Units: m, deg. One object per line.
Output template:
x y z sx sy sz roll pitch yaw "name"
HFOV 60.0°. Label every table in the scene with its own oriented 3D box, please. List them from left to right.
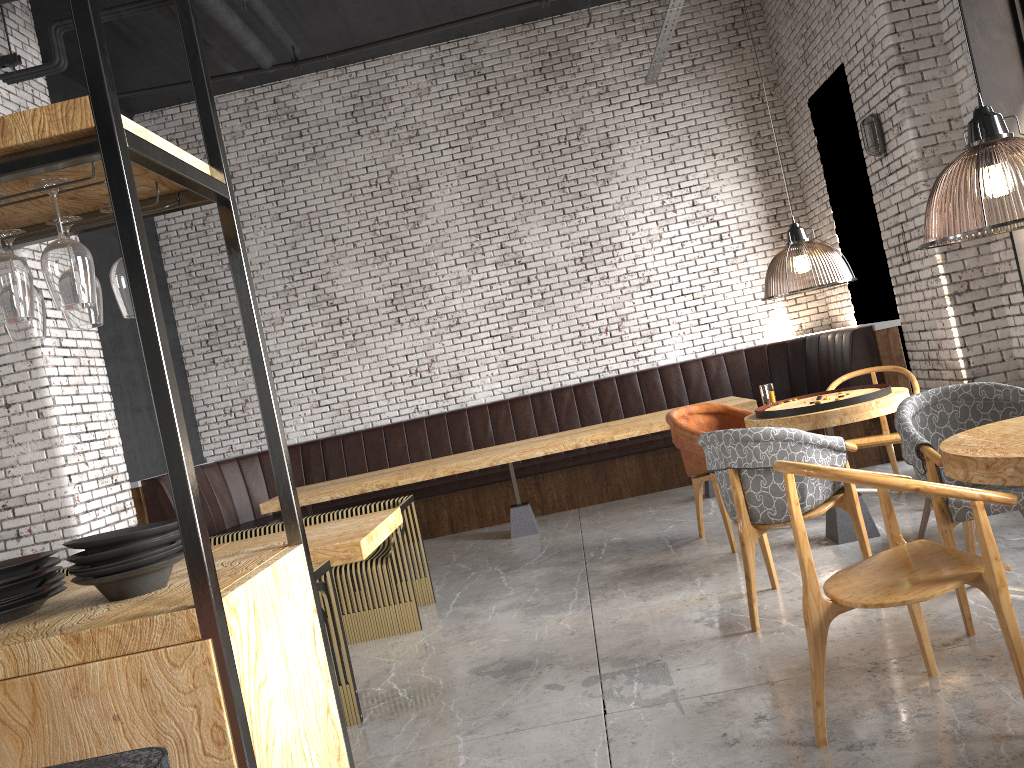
-2.049 1.393 4.603 0.996 0.763 1.000 -12 0 3 "table"
-1.070 1.184 4.551 0.996 0.763 1.000 -12 0 3 "table"
0.041 0.925 7.698 4.134 0.763 1.000 -12 0 3 "table"
1.914 0.433 5.249 0.934 0.973 0.930 -12 0 -44 "table"
1.955 0.524 2.825 0.934 0.810 0.930 -12 0 -39 "table"

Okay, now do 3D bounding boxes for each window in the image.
3.058 -1.333 4.481 0.365 2.697 1.535 -12 0 3 "window"

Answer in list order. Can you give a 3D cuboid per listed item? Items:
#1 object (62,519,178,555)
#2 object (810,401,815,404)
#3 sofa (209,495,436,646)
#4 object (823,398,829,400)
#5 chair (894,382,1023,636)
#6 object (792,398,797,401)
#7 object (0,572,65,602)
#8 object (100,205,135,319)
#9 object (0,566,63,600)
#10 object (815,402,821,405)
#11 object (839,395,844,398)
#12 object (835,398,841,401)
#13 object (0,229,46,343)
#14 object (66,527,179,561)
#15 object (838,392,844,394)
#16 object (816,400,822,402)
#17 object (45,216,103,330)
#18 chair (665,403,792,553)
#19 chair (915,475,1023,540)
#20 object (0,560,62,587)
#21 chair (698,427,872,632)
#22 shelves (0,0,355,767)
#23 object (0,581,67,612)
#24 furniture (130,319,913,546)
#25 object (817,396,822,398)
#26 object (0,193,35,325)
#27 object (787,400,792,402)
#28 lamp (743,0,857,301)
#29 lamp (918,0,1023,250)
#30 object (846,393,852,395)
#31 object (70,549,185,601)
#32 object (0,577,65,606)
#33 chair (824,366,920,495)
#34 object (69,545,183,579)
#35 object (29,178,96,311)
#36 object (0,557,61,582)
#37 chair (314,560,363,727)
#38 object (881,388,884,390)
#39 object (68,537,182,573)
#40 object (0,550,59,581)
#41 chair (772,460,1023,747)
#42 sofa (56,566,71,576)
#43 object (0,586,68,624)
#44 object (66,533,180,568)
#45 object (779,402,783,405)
-0.874 0.366 2.018 0.256 0.076 0.257 -12 0 40 "object"
1.746 0.109 5.154 0.032 0.010 0.032 -12 0 -36 "object"
-1.471 1.280 5.576 1.805 0.730 0.640 -12 0 3 "sofa"
1.845 0.087 5.208 0.032 0.010 0.032 -12 0 -36 "object"
1.983 0.468 3.654 0.681 0.929 0.644 -12 0 3 "chair"
1.786 0.099 5.604 0.032 0.010 0.032 -12 0 -36 "object"
-1.202 0.497 2.054 0.306 0.046 0.305 -12 0 -39 "object"
-0.933 -0.298 2.162 0.101 0.267 0.100 -12 -1 -33 "object"
-1.206 0.483 2.054 0.306 0.042 0.305 -12 0 -40 "object"
1.744 0.110 5.055 0.032 0.010 0.032 -12 0 -36 "object"
1.917 0.072 5.156 0.032 0.010 0.032 -12 0 -36 "object"
1.852 0.087 5.039 0.032 0.010 0.032 -12 0 -36 "object"
-1.212 -0.239 2.177 0.101 0.267 0.100 -12 -1 -33 "object"
-0.868 0.390 2.017 0.257 0.072 0.257 -12 0 3 "object"
1.992 0.055 5.368 0.032 0.010 0.032 -12 0 -36 "object"
1.779 0.102 5.139 0.032 0.010 0.032 -12 0 -36 "object"
-1.068 -0.270 2.169 0.101 0.267 0.100 -12 -1 -33 "object"
1.391 0.580 5.835 0.682 0.929 0.642 -12 0 -34 "chair"
2.521 0.380 4.630 0.800 0.851 0.772 -12 0 43 "chair"
-1.209 0.468 2.054 0.306 0.037 0.306 -12 0 4 "object"
1.229 0.625 4.187 0.645 0.929 0.679 -12 0 -37 "chair"
-2.634 -0.641 2.122 3.658 5.020 0.690 -12 -1 3 "shelves"
-1.198 0.520 2.054 0.305 0.041 0.306 -12 0 20 "object"
0.053 0.719 8.403 6.762 1.151 1.918 -12 0 3 "furniture"
1.880 0.078 5.418 0.032 0.010 0.032 -12 0 -36 "object"
-1.084 -0.264 1.883 0.101 0.267 0.100 -12 -1 -33 "object"
1.753 0.107 5.597 0.032 0.010 0.032 -12 0 -36 "object"
1.468 -1.717 5.154 0.537 2.406 0.535 -11 -1 -45 "lamp"
1.345 -1.675 2.866 0.537 2.406 0.535 -11 -1 -45 "lamp"
1.980 0.058 5.215 0.032 0.010 0.032 -12 0 -36 "object"
-0.856 0.442 2.017 0.257 0.067 0.257 -12 0 -5 "object"
-1.201 0.506 2.054 0.306 0.044 0.306 -12 0 4 "object"
2.428 0.362 5.809 0.611 0.921 0.645 -12 0 30 "chair"
-0.861 0.419 2.016 0.257 0.075 0.257 -12 0 3 "object"
-0.949 -0.293 1.876 0.101 0.267 0.100 -12 -1 -33 "object"
-1.212 0.457 2.053 0.305 0.048 0.306 -12 0 28 "object"
-1.070 1.208 3.619 0.657 0.730 0.638 -12 0 4 "chair"
2.173 0.030 5.187 0.032 0.010 0.032 -12 0 -36 "object"
-0.863 0.412 2.016 0.256 0.075 0.257 -12 0 29 "object"
-1.216 0.443 2.053 0.306 0.039 0.305 -12 0 -14 "object"
1.184 0.648 2.839 0.644 0.921 0.612 -12 0 -5 "chair"
-3.284 1.668 5.673 1.805 0.730 0.640 -12 0 3 "sofa"
-1.196 0.531 2.053 0.305 0.035 0.306 -12 0 41 "object"
-0.867 0.395 2.018 0.257 0.072 0.256 -12 0 -25 "object"
1.690 0.125 5.571 0.031 0.020 0.032 -12 0 -32 "object"
